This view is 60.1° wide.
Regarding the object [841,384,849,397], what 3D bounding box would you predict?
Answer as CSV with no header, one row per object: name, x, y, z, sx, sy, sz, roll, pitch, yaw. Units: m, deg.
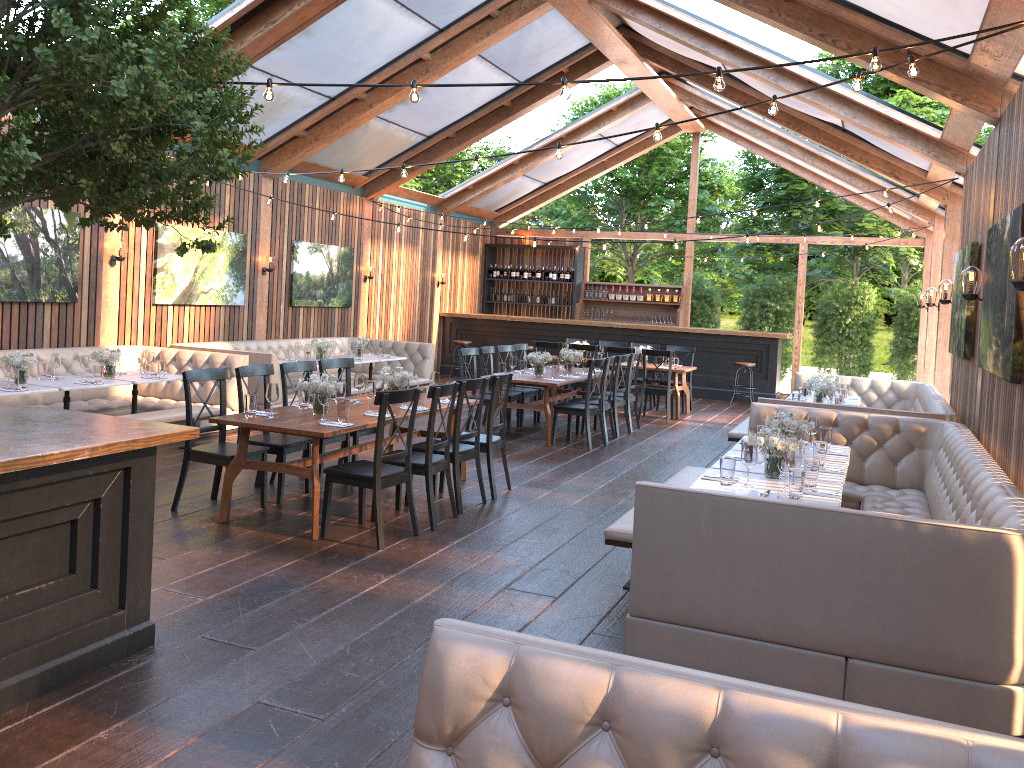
object,4.046,0.080,10.754,0.092,0.158,0.092,4,3,9

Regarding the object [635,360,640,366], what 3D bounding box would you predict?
object,1.897,-0.356,13.403,0.092,0.158,0.092,1,4,-41

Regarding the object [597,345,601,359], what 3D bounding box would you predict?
object,1.383,-0.498,14.122,0.092,0.244,0.092,2,3,-25

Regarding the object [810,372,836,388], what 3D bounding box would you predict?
object,3.662,0.020,10.391,0.329,0.309,0.337,3,4,-3

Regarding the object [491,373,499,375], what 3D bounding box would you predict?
object,-0.105,-0.113,10.566,0.255,0.019,0.158,5,6,23

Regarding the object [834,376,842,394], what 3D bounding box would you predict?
object,3.943,0.034,10.726,0.092,0.244,0.092,2,3,-25

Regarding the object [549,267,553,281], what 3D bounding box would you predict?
object,0.849,-2.401,19.347,0.077,0.306,0.077,5,3,39

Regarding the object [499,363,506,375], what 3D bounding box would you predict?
object,-0.116,-0.166,10.398,0.092,0.158,0.092,1,3,-31

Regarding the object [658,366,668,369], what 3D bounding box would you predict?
object,2.261,-0.248,13.215,0.158,0.019,0.255,5,6,22

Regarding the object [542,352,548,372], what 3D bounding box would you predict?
object,0.436,-0.285,11.454,0.092,0.244,0.092,2,3,-25

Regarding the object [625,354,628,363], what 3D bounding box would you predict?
object,1.832,-0.421,14.018,0.092,0.158,0.092,1,4,-41

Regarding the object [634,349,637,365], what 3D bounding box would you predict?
object,1.863,-0.413,13.525,0.092,0.244,0.092,2,3,-25

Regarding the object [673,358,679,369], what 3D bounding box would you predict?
object,2.434,-0.305,13.172,0.092,0.158,0.092,1,4,-41

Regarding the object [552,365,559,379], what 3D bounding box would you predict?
object,0.511,-0.139,10.458,0.092,0.158,0.092,2,3,-21

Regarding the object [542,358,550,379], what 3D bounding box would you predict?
object,0.401,-0.183,10.413,0.092,0.244,0.092,2,2,-20

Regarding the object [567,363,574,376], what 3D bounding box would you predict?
object,0.724,-0.180,11.006,0.092,0.158,0.092,1,4,-41

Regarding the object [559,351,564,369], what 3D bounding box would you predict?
object,0.686,-0.325,11.996,0.092,0.244,0.092,2,3,-25

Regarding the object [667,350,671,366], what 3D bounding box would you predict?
object,2.425,-0.400,13.691,0.092,0.244,0.092,2,3,-25

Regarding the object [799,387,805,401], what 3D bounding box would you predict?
object,3.264,0.118,9.944,0.092,0.158,0.092,4,3,9

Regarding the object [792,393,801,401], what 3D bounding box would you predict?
object,2.959,0.175,9.204,0.092,0.158,0.092,4,3,9

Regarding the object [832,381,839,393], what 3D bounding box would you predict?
object,3.642,0.091,9.989,0.092,0.244,0.092,2,3,-25

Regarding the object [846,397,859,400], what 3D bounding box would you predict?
object,4.027,0.165,10.591,0.255,0.019,0.158,5,6,23

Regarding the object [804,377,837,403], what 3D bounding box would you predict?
object,3.318,0.089,9.503,0.330,0.309,0.336,7,5,44

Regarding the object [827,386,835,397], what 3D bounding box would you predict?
object,3.340,0.146,9.277,0.092,0.244,0.092,2,2,-20

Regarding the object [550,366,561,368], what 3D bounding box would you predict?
object,0.586,-0.231,12.136,0.255,0.019,0.158,5,6,23

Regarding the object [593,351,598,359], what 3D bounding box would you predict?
object,1.342,-0.468,14.232,0.092,0.158,0.092,1,4,-41

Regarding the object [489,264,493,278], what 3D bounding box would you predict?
object,-0.472,-2.542,19.963,0.081,0.324,0.171,3,3,7

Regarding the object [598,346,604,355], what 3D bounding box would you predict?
object,1.384,-0.457,13.707,0.092,0.244,0.092,2,3,-25

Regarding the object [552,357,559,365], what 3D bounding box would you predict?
object,0.586,-0.283,11.949,0.092,0.158,0.092,1,4,-41

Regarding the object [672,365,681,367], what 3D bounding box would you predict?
object,2.555,-0.290,13.792,0.158,0.019,0.255,5,6,22

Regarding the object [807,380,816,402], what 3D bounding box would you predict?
object,3.372,0.078,9.970,0.092,0.244,0.092,2,3,-25

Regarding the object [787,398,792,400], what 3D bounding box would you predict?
object,3.276,0.172,10.112,0.255,0.019,0.158,5,6,23

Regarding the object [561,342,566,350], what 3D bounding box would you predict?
object,0.839,-0.549,14.339,0.092,0.244,0.092,2,3,-25

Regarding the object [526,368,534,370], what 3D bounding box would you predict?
object,0.326,-0.192,11.602,0.255,0.019,0.158,5,6,23

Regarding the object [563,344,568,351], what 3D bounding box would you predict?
object,0.841,-0.509,13.940,0.092,0.244,0.092,2,3,-25

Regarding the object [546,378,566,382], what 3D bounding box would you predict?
object,0.488,-0.053,10.285,0.255,0.019,0.158,5,6,23

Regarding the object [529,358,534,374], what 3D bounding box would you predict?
object,0.256,-0.246,10.972,0.092,0.244,0.092,2,3,-25

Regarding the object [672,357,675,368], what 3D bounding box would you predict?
object,2.406,-0.362,13.300,0.092,0.244,0.092,2,3,-25

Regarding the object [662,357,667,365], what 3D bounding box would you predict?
object,2.381,-0.371,13.815,0.092,0.158,0.092,1,4,-41

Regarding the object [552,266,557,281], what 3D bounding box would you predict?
object,0.932,-2.408,19.324,0.087,0.333,0.088,3,2,2

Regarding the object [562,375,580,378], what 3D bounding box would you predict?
object,0.705,-0.095,10.842,0.255,0.019,0.158,5,6,23

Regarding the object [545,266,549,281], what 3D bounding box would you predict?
object,0.773,-2.420,19.404,0.081,0.323,0.081,3,2,1

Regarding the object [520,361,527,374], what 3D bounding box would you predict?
object,0.140,-0.206,10.931,0.092,0.158,0.092,1,4,-41

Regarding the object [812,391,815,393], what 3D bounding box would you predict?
object,3.764,0.044,10.965,0.092,0.158,0.092,4,3,9

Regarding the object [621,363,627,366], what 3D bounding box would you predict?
object,1.718,-0.299,13.434,0.158,0.019,0.255,5,6,22

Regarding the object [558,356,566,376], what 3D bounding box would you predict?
object,0.621,-0.225,10.978,0.092,0.244,0.092,2,3,-25

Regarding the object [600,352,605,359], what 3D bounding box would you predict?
object,1.393,-0.403,13.603,0.092,0.158,0.092,1,4,-41

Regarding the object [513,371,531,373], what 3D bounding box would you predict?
object,0.141,-0.153,11.109,0.255,0.019,0.158,5,6,23

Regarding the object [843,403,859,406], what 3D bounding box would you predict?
object,3.727,0.222,9.853,0.255,0.019,0.158,5,6,23

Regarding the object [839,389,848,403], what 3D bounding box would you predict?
object,3.746,0.137,10.017,0.092,0.158,0.092,4,3,9

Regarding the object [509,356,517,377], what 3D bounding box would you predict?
object,0.011,-0.206,10.436,0.092,0.244,0.092,2,2,-20

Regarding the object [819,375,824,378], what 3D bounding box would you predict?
object,3.793,0.013,10.857,0.092,0.244,0.092,2,3,-25

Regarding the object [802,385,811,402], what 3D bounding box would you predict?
object,3.067,0.135,9.230,0.092,0.244,0.092,2,2,-20

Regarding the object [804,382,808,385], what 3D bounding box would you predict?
object,3.550,0.065,10.638,0.092,0.158,0.092,4,3,9

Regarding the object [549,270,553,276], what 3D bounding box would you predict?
object,0.840,-2.421,19.512,0.136,0.315,0.137,2,3,-16

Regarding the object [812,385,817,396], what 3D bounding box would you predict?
object,3.658,0.025,10.664,0.092,0.244,0.092,2,3,-25
